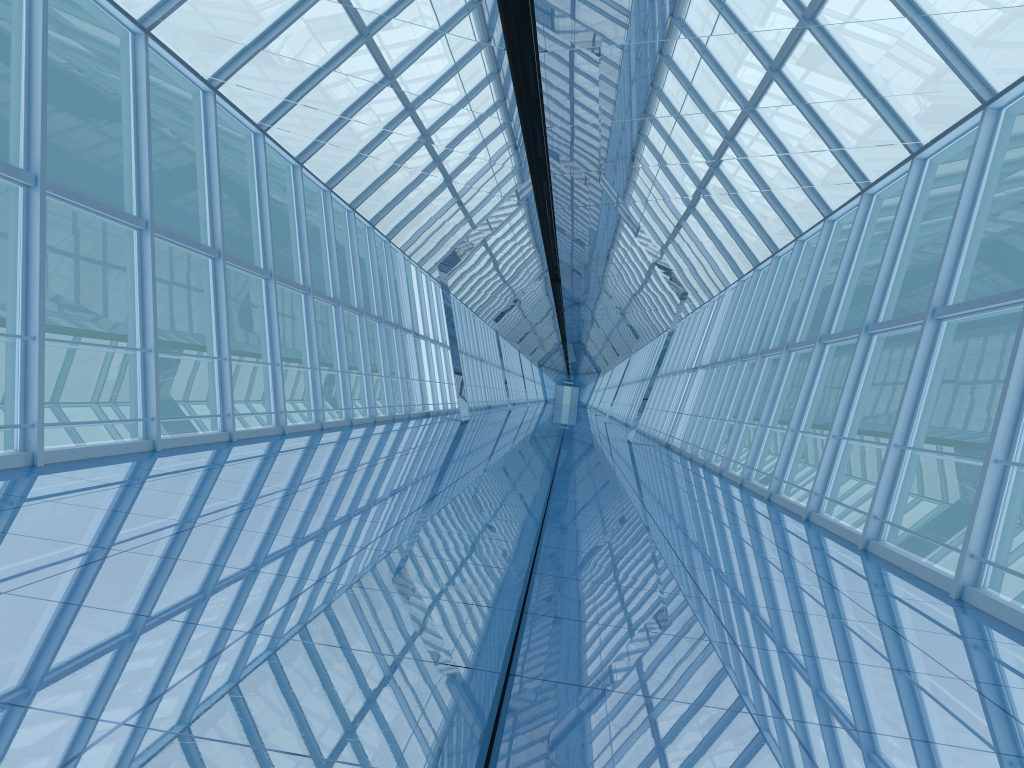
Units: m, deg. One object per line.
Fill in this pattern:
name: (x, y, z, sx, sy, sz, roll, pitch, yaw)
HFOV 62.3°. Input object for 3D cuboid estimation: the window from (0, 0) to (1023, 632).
window: (3.138, -0.629, 51.449, 9.955, 4.916, 105.568, 7, 0, 4)
